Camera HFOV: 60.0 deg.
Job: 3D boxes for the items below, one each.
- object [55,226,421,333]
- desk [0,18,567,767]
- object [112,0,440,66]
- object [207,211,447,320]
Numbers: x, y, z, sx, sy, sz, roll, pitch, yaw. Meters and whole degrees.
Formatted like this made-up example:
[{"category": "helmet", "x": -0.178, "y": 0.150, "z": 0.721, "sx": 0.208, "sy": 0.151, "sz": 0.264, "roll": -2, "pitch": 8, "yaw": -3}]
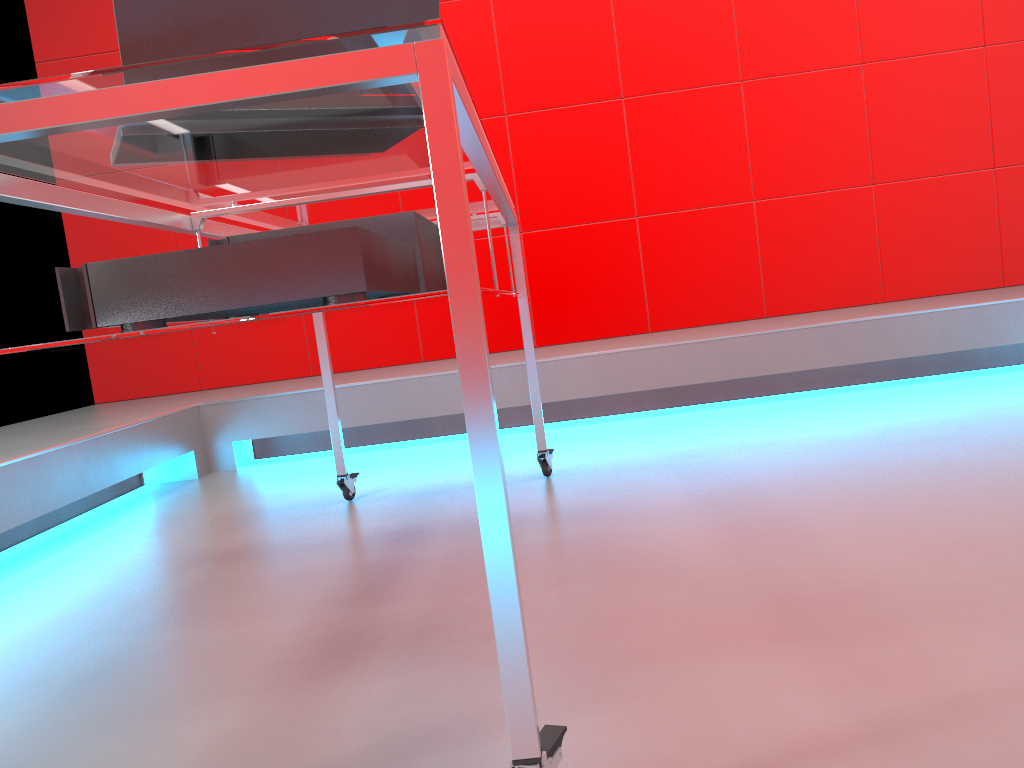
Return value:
[{"category": "object", "x": -0.345, "y": -0.136, "z": 1.260, "sx": 0.365, "sy": 0.092, "sz": 0.435, "roll": -7, "pitch": 5, "yaw": 3}, {"category": "desk", "x": -0.249, "y": 0.008, "z": 1.541, "sx": 0.594, "sy": 0.690, "sz": 1.617, "roll": -7, "pitch": 5, "yaw": 3}, {"category": "object", "x": -0.291, "y": -0.432, "z": 1.019, "sx": 0.342, "sy": 0.285, "sz": 0.340, "roll": -10, "pitch": 6, "yaw": -27}, {"category": "object", "x": -0.331, "y": -0.217, "z": 1.747, "sx": 0.371, "sy": 0.158, "sz": 0.431, "roll": -7, "pitch": 5, "yaw": 3}]
